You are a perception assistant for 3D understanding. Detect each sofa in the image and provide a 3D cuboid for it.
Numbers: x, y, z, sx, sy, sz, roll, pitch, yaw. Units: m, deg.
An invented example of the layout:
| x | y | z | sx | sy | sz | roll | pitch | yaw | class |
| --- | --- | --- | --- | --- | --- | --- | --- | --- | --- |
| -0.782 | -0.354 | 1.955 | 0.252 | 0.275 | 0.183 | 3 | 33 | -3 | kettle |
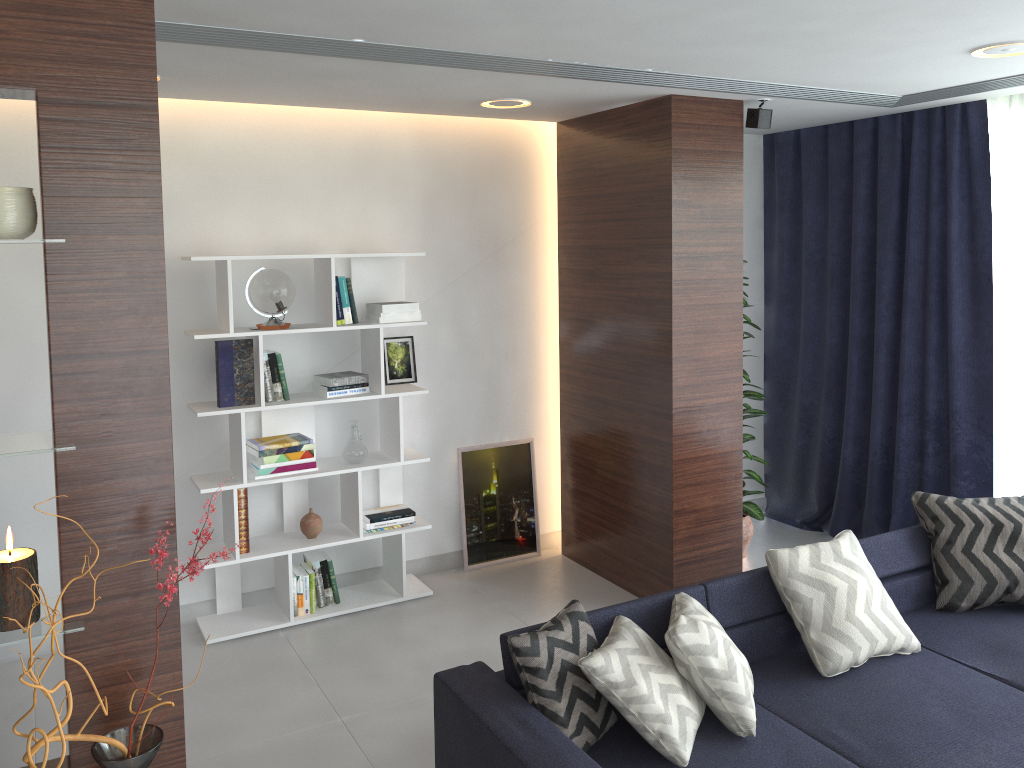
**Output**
| x | y | z | sx | sy | sz | roll | pitch | yaw | class |
| --- | --- | --- | --- | --- | --- | --- | --- | --- | --- |
| 1.461 | 1.102 | 2.691 | 2.880 | 0.603 | 1.912 | -6 | 10 | -28 | sofa |

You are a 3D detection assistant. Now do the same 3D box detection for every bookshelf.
| x | y | z | sx | sy | sz | roll | pitch | yaw | class |
| --- | --- | --- | --- | --- | --- | --- | --- | --- | --- |
| -1.008 | 0.254 | 4.468 | 1.153 | 1.807 | 0.301 | -4 | 5 | -29 | bookshelf |

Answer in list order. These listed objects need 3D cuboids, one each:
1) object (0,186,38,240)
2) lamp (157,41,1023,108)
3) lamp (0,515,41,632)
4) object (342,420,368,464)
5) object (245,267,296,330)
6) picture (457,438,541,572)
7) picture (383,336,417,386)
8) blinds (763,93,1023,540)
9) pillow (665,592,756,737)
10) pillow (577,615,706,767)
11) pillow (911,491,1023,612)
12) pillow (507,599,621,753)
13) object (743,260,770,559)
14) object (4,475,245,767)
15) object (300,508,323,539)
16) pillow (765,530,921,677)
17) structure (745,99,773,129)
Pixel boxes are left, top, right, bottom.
| x | y | z | sx | sy | sz | roll | pitch | yaw | class |
| --- | --- | --- | --- | --- | --- | --- | --- | --- | --- |
| -0.867 | -0.268 | 1.391 | 0.088 | 0.085 | 0.219 | 5 | 10 | 44 | object |
| -1.544 | -0.660 | 0.108 | 9.633 | 0.084 | 5.369 | -9 | 12 | -42 | lamp |
| -0.843 | 0.284 | 1.408 | 0.153 | 0.209 | 0.078 | -3 | 5 | -17 | lamp |
| -0.809 | 0.296 | 4.536 | 0.132 | 0.218 | 0.133 | -3 | 6 | -23 | object |
| -1.170 | -0.378 | 4.293 | 0.235 | 0.381 | 0.222 | -2 | 5 | -9 | object |
| -0.069 | 0.694 | 5.150 | 0.501 | 0.694 | 0.084 | -4 | 5 | -29 | picture |
| -0.613 | -0.128 | 4.809 | 0.182 | 0.254 | 0.059 | -4 | 5 | -29 | picture |
| 1.031 | 0.173 | 1.753 | 5.810 | 2.751 | 7.188 | -5 | 9 | -25 | blinds |
| 0.661 | 0.909 | 2.924 | 0.280 | 0.348 | 0.422 | 1 | 7 | 14 | pillow |
| 0.425 | 0.946 | 2.765 | 0.330 | 0.292 | 0.419 | 2 | 8 | 23 | pillow |
| 2.044 | 0.746 | 3.748 | 0.598 | 0.515 | 0.358 | -1 | 6 | 2 | pillow |
| 0.180 | 0.917 | 2.742 | 0.222 | 0.383 | 0.418 | 2 | 7 | 31 | pillow |
| 1.279 | 0.092 | 5.196 | 0.504 | 1.832 | 0.486 | 2 | 5 | 30 | object |
| -0.552 | 0.524 | 1.319 | 0.198 | 0.729 | 0.389 | 3 | 6 | 42 | object |
| -1.016 | 0.704 | 4.473 | 0.111 | 0.146 | 0.123 | -4 | 7 | -31 | object |
| 1.229 | 0.811 | 3.302 | 0.496 | 0.385 | 0.345 | -5 | 7 | -28 | pillow |
| 1.243 | -1.350 | 4.443 | 0.085 | 0.141 | 0.115 | -3 | 6 | -23 | structure |
